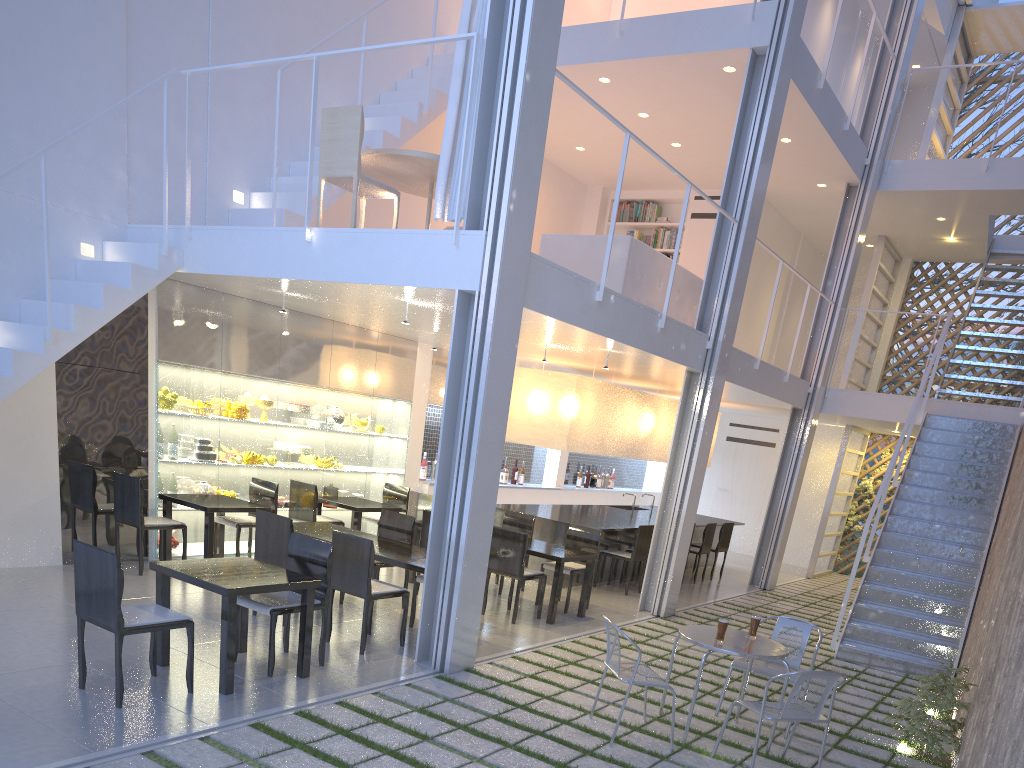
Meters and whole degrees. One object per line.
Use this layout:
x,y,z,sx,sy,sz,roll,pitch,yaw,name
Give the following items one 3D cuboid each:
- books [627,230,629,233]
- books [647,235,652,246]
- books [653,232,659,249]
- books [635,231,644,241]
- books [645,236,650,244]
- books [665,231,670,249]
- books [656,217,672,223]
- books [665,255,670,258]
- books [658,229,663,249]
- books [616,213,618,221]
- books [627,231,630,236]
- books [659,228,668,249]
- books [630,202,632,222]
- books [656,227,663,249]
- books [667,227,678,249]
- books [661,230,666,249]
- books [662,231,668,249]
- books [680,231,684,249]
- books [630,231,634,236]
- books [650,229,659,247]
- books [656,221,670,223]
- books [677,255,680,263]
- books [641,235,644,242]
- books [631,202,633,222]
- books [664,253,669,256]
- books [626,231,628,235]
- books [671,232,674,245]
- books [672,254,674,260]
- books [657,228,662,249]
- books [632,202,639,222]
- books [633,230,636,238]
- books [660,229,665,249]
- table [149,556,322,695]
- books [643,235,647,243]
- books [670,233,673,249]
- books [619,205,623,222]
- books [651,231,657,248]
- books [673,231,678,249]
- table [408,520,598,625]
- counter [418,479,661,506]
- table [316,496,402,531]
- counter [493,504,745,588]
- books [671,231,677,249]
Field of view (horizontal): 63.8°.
-0.306,-0.496,5.061,0.038,1.786,3.515,22,10,38,books
1.024,-1.035,6.073,0.038,0.108,0.061,18,16,33,books
-0.203,-0.474,5.025,3.541,1.791,0.028,7,13,-46,books
-0.285,-0.487,5.054,0.028,1.790,3.548,23,11,41,books
1.006,-1.037,6.085,0.038,0.108,0.061,18,16,33,books
-0.156,-0.504,4.969,3.591,1.729,0.027,7,12,-45,books
1.105,-1.189,5.975,0.090,0.022,0.063,8,-1,38,books
1.132,-0.861,6.030,0.014,0.152,0.076,20,18,35,books
-0.181,-0.481,5.012,3.542,1.812,0.022,7,13,-46,books
0.795,-1.245,6.166,0.019,0.106,0.061,20,17,34,books
-0.279,-0.505,5.057,0.025,1.749,3.508,22,10,39,books
-0.171,-0.482,5.006,3.539,1.817,0.021,7,13,-46,books
0.898,-1.256,6.087,0.023,0.155,0.081,20,17,35,books
1.086,-1.055,6.020,0.010,0.164,0.080,20,18,35,books
-0.167,-0.486,4.987,3.592,1.826,0.028,7,13,-44,books
-0.186,-0.476,5.007,3.570,1.800,0.023,7,13,-45,books
-0.162,-0.486,4.967,3.599,1.763,0.032,7,12,-46,books
-0.117,-0.479,4.947,3.627,1.767,0.035,7,13,-43,books
-0.296,-0.491,5.040,0.037,1.784,3.570,22,10,39,books
1.045,-1.054,6.046,0.014,0.152,0.076,20,18,35,books
1.102,-1.166,5.987,0.090,0.022,0.062,8,-1,32,books
1.217,-0.852,5.977,0.019,0.156,0.081,20,17,35,books
0.971,-1.042,6.106,0.038,0.108,0.061,18,16,33,books
0.906,-1.255,6.083,0.023,0.155,0.081,20,17,35,books
1.121,-0.868,6.034,0.010,0.164,0.080,20,18,35,books
-0.318,-0.502,5.067,0.075,1.758,3.533,22,9,38,books
-0.158,-0.473,4.990,3.568,1.801,0.022,7,13,-44,books
1.180,-0.857,5.995,0.009,0.156,0.087,20,17,35,books
-0.174,-0.482,5.008,3.532,1.816,0.021,7,13,-46,books
0.913,-1.254,6.078,0.023,0.155,0.081,20,17,35,books
-0.279,-0.506,5.038,0.034,1.754,3.553,23,10,40,books
1.116,-1.042,5.997,0.008,0.144,0.093,20,16,35,books
-0.860,0.740,2.561,0.343,0.355,0.345,14,9,33,table
0.988,-1.040,6.094,0.038,0.108,0.061,18,16,33,books
1.173,-1.026,5.973,0.006,0.129,0.079,20,16,35,books
0.831,-1.257,6.137,0.019,0.140,0.068,20,18,35,books
-0.222,-0.495,4.984,3.617,1.762,0.114,7,12,-47,books
-0.132,-0.485,4.966,3.602,1.757,0.041,7,13,-44,books
-0.071,0.936,4.170,0.878,0.353,0.344,9,7,31,table
0.363,1.076,6.864,0.220,0.465,3.601,18,3,35,counter
-0.887,0.831,4.657,0.343,0.355,0.345,14,9,33,table
0.814,1.124,5.875,0.779,0.398,2.494,10,-1,35,counter
-0.157,-0.484,4.961,3.633,1.768,0.034,7,13,-44,books
